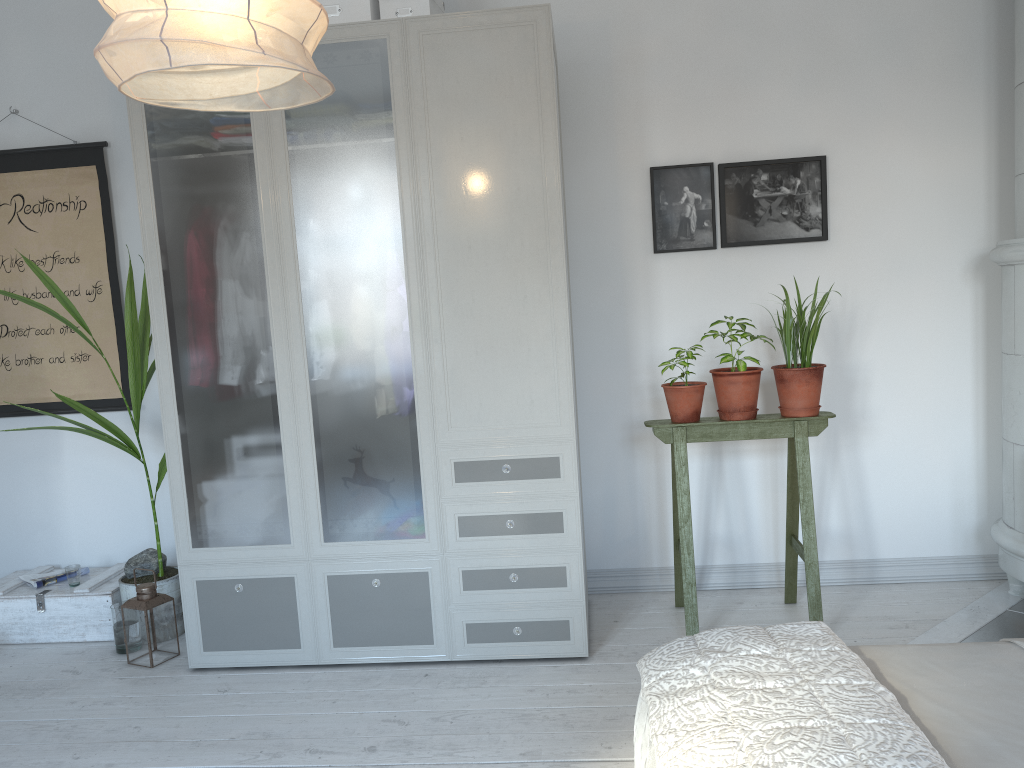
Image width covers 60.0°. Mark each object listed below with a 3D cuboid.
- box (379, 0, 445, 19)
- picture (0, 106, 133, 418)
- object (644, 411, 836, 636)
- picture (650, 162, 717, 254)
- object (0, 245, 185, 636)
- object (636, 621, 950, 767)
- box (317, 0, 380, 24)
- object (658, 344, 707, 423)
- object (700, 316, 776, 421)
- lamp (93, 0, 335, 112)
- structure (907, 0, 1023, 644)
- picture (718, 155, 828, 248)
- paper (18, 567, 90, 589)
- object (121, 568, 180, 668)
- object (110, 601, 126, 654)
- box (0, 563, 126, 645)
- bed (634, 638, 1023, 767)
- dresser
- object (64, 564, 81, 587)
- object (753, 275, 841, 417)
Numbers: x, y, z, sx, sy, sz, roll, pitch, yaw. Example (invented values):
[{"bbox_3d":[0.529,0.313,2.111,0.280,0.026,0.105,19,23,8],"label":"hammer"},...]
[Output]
[{"bbox_3d":[-0.347,-1.286,3.123,0.182,0.158,0.226,-3,6,10],"label":"box"},{"bbox_3d":[-2.057,-0.517,3.810,0.793,1.316,0.057,-3,6,5],"label":"picture"},{"bbox_3d":[0.841,0.507,3.245,0.671,0.776,0.430,-3,6,5],"label":"object"},{"bbox_3d":[0.689,-0.706,3.566,0.250,0.342,0.022,-3,6,5],"label":"picture"},{"bbox_3d":[-1.522,0.253,3.435,0.289,1.557,1.042,1,8,35],"label":"object"},{"bbox_3d":[0.383,0.571,1.023,0.405,0.104,1.457,-3,5,5],"label":"object"},{"bbox_3d":[-0.605,-1.292,3.144,0.281,0.199,0.285,-3,6,5],"label":"box"},{"bbox_3d":[0.610,-0.002,3.198,0.194,0.278,0.176,-7,7,-28],"label":"object"},{"bbox_3d":[0.806,-0.059,3.156,0.258,0.370,0.234,-2,6,17],"label":"object"},{"bbox_3d":[-0.481,-1.050,1.270,0.340,1.233,0.338,1,8,36],"label":"lamp"},{"bbox_3d":[1.914,-0.486,2.897,1.246,2.841,0.800,-9,8,-39],"label":"structure"},{"bbox_3d":[1.038,-0.723,3.530,0.415,0.330,0.037,-3,6,5],"label":"picture"},{"bbox_3d":[-1.946,0.813,3.768,0.175,0.031,0.221,0,7,37],"label":"paper"},{"bbox_3d":[-1.359,0.863,3.316,0.138,0.352,0.131,0,7,28],"label":"object"},{"bbox_3d":[-1.494,0.942,3.437,0.100,0.181,0.100,-7,7,-25],"label":"object"},{"bbox_3d":[-1.893,0.922,3.736,0.641,0.219,0.375,-3,6,5],"label":"box"},{"bbox_3d":[1.224,0.561,0.942,2.176,1.048,1.884,-3,6,5],"label":"bed"},{"bbox_3d":[-0.494,-0.123,3.296,1.432,2.167,0.629,-3,6,5],"label":"dresser"},{"bbox_3d":[-1.803,0.790,3.646,0.060,0.082,0.060,-7,7,-30],"label":"object"},{"bbox_3d":[1.008,-0.134,3.124,0.300,0.500,0.333,-5,6,-12],"label":"object"}]
